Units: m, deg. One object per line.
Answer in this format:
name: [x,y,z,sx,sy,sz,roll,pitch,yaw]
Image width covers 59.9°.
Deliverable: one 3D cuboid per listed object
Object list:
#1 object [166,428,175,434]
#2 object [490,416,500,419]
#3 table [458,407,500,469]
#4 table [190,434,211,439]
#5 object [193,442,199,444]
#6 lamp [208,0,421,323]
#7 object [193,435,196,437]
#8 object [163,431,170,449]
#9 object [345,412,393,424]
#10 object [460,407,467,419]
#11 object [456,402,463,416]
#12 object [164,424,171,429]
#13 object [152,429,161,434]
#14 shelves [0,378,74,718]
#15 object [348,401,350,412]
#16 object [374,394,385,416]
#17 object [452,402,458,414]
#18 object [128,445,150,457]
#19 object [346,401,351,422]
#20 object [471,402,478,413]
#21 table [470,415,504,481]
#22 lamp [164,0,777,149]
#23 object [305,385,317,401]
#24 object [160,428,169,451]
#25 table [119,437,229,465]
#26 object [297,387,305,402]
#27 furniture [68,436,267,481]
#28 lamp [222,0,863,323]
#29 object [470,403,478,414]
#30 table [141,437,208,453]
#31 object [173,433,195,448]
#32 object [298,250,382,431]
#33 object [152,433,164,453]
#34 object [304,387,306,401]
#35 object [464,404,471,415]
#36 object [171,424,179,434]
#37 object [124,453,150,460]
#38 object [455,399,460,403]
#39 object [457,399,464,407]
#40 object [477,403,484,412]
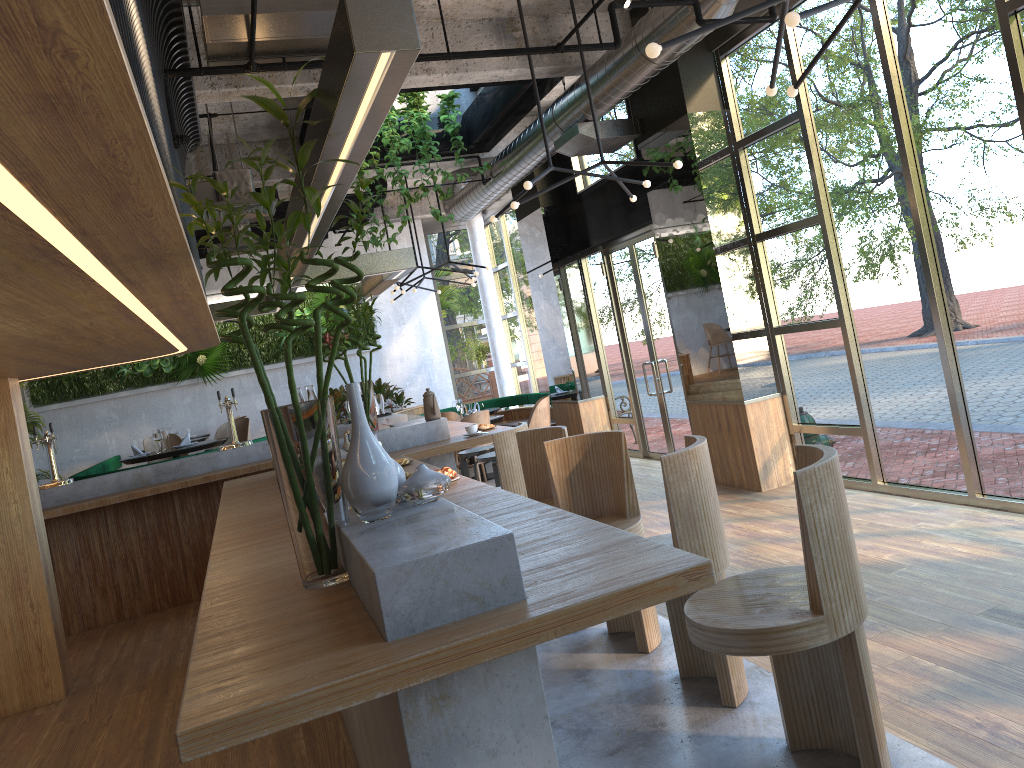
object: [-4.134,0.597,8.362,0.107,0.501,5.993,-11,2,-4]
object: [-0.292,0.441,11.527,0.245,0.019,0.164,-10,3,25]
table: [-0.650,0.833,13.193,1.042,0.750,1.159,-10,2,40]
table: [-4.589,1.151,12.451,0.832,0.745,0.768,-11,1,-22]
object: [-3.688,0.685,10.053,0.264,0.019,0.152,-12,2,-20]
lamp: [-2.572,-1.487,4.545,5.189,2.132,6.468,-12,2,-25]
object: [-4.615,0.761,12.605,0.264,0.019,0.152,-12,2,-20]
object: [-3.912,0.635,9.984,0.103,0.209,0.108,-11,0,16]
object: [-1.357,0.324,8.399,0.453,0.018,0.263,-12,2,-20]
object: [-0.614,0.406,11.552,0.109,0.209,0.101,-11,0,-19]
object: [-0.754,0.377,12.909,0.103,0.209,0.108,-11,0,16]
object: [-4.788,0.688,12.384,0.097,0.245,0.088,-11,-1,-36]
object: [-3.818,0.615,9.578,0.091,0.245,0.094,-11,-1,9]
shelves: [-3.520,1.057,5.438,1.153,2.055,0.270,-11,-1,-21]
object: [-1.475,0.253,8.323,0.110,0.209,0.101,-11,0,-24]
object: [-1.259,0.207,8.414,0.107,0.209,0.104,-11,0,-4]
object: [-0.842,0.371,13.467,0.103,0.209,0.108,-11,0,16]
object: [-4.057,0.719,9.648,0.243,0.139,0.223,-12,2,-25]
object: [-1.514,0.256,8.427,0.110,0.209,0.101,-11,0,-24]
object: [-0.476,0.362,11.513,0.088,0.245,0.097,-12,-1,39]
table: [-0.429,0.856,11.549,0.832,0.745,0.768,-11,1,-22]
lamp: [1.524,-2.443,0.747,3.935,1.531,9.665,-12,2,-20]
object: [-1.849,0.117,8.189,0.111,0.209,0.100,-11,0,-34]
object: [-3.861,0.613,9.832,0.088,0.245,0.097,-12,-1,43]
table: [-3.630,1.078,9.753,1.157,0.750,1.044,-12,1,-33]
object: [-1.957,0.140,8.136,0.111,0.209,0.100,-11,0,-34]
furniture: [-4.399,1.445,10.570,4.547,1.136,2.868,-10,2,35]
lamp: [-0.613,-2.011,4.334,5.276,1.822,18.239,-12,2,-17]
object: [-0.566,0.365,13.295,0.245,0.139,0.221,-12,2,-35]
table: [-4.262,1.131,11.385,0.832,0.745,0.768,-11,1,-22]
object: [-3.636,0.629,9.812,0.232,0.139,0.234,-11,1,3]
object: [-1.205,-0.259,6.614,0.693,1.548,0.568,-11,-1,-14]
object: [-3.784,0.567,7.445,0.106,0.501,4.126,-11,2,0]
object: [-1.879,0.120,8.272,0.111,0.209,0.100,-11,0,-34]
object: [-0.566,0.382,11.452,0.097,0.245,0.088,-11,-1,-25]
object: [-4.337,0.639,11.444,0.097,0.245,0.088,-11,-1,-36]
object: [-3.983,0.768,9.441,0.264,0.019,0.152,-12,2,-20]
object: [-0.791,0.348,13.315,0.097,0.245,0.088,-11,-1,-36]
object: [-0.748,0.351,13.061,0.097,0.245,0.088,-11,-1,-36]
object: [-0.412,0.361,11.669,0.102,0.209,0.109,-11,0,21]
